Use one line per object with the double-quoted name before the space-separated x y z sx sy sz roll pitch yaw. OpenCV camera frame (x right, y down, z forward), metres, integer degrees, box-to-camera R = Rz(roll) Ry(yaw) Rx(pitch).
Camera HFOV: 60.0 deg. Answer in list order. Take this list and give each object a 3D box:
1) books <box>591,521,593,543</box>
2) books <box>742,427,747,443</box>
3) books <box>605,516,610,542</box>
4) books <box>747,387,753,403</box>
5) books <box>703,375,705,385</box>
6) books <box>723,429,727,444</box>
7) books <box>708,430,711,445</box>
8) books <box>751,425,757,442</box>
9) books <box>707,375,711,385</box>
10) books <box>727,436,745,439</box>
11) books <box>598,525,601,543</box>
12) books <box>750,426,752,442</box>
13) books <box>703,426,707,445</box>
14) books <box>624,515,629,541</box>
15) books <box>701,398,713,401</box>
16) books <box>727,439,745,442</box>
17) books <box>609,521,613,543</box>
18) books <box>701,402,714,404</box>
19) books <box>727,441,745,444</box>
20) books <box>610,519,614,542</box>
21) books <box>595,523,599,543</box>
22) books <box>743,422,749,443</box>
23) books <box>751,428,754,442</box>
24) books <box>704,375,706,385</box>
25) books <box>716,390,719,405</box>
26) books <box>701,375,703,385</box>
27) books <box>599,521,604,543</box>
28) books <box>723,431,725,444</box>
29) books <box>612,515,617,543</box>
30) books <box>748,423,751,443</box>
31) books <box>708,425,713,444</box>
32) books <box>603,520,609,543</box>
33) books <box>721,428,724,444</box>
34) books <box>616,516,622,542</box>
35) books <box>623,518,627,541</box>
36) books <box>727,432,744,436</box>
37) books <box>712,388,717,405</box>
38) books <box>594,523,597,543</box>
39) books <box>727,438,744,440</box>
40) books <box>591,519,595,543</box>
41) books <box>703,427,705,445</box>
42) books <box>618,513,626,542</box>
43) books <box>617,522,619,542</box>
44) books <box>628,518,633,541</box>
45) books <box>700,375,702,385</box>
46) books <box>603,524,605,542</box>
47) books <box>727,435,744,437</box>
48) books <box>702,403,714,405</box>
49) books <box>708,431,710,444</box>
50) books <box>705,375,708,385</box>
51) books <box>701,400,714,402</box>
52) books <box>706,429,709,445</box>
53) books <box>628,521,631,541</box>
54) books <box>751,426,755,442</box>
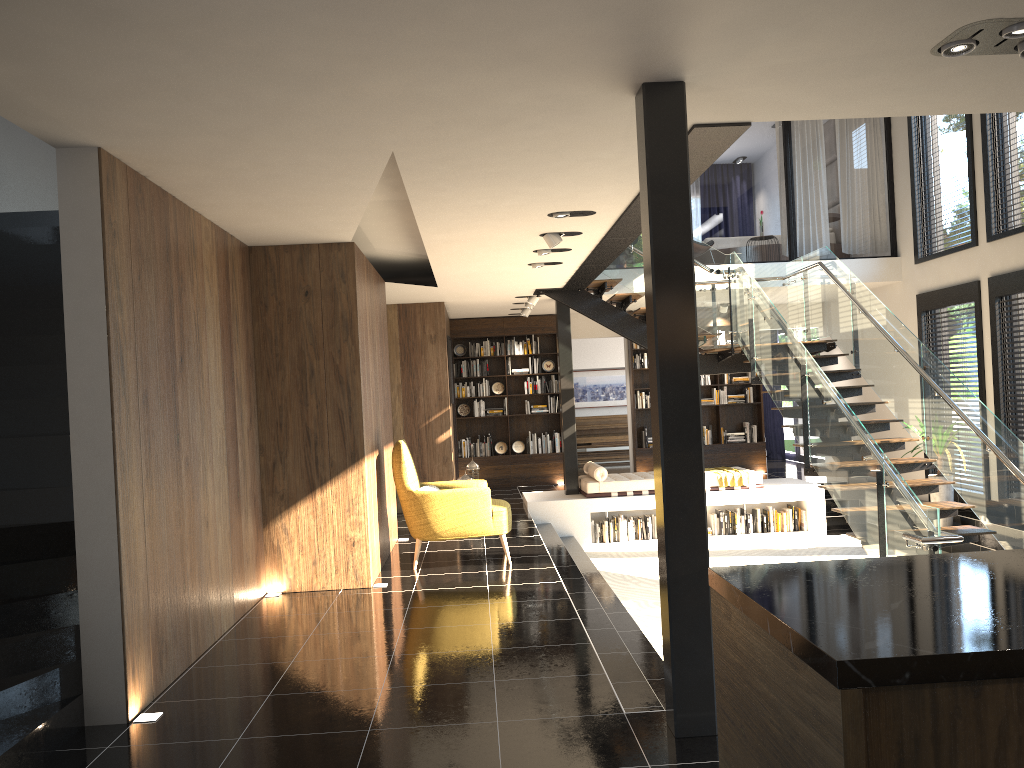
"books" 1.003 1.878 11.284 0.025 0.270 0.156 -3 0 -2
"books" 3.724 0.814 14.189 0.026 0.247 0.149 -3 0 -2
"books" 1.218 1.846 11.288 0.029 0.314 0.163 -3 0 -2
"books" 3.806 0.174 14.191 0.026 0.251 0.178 -3 0 -2
"books" 3.048 -0.072 14.186 0.024 0.187 0.148 -3 0 -2
"books" 3.399 0.835 14.170 0.026 0.238 0.159 -3 0 -2
"books" 3.153 0.853 14.177 0.026 0.227 0.129 -3 0 -2
"books" 3.872 0.793 14.190 0.025 0.274 0.204 -3 0 -2
"books" 3.135 -0.093 14.199 0.046 0.219 0.145 -3 0 -2
"books" 3.563 0.853 14.191 0.263 0.024 0.167 -3 -1 -7
"books" 1.106 1.903 11.290 0.029 0.211 0.130 -3 0 -2
"books" 3.803 0.800 14.206 0.023 0.267 0.147 -3 0 -2
"books" 3.073 0.823 14.167 0.025 0.294 0.177 -3 0 -2
"books" 1.458 1.834 11.293 0.021 0.313 0.139 -3 0 -2
"books" 3.072 0.250 14.180 0.274 0.025 0.156 -3 -1 1
"books" 3.565 0.905 14.193 0.286 0.030 0.176 -3 -1 -4
"books" 1.248 1.874 11.253 0.027 0.254 0.204 -3 0 -2
"books" 3.075 0.299 14.178 0.275 0.025 0.156 -3 -1 -6
"books" 3.566 0.933 14.201 0.273 0.025 0.156 -3 -1 -5
"books" 1.273 1.860 11.286 0.028 0.279 0.120 -3 0 -2
"books" 1.079 1.889 11.261 0.027 0.241 0.150 -3 0 -2
"books" 3.749 0.774 14.192 0.030 0.326 0.195 -3 0 -2
"books" 3.827 0.816 14.204 0.022 0.234 0.178 -3 0 -2
"books" 3.073 -0.084 14.214 0.030 0.208 0.119 -3 0 -2
"books" 3.264 0.212 14.200 0.037 0.232 0.231 -3 0 -2
"books" 3.023 -0.067 14.175 0.027 0.179 0.164 -3 0 -2
"books" 1.135 1.879 11.294 0.030 0.256 0.145 -3 0 -2
"books" 3.374 0.856 14.177 0.025 0.199 0.149 -3 0 -2
"books" 1.302 1.837 11.259 0.030 0.322 0.202 -3 0 -2
"books" 3.778 0.780 14.195 0.027 0.311 0.149 -3 0 -2
"books" 3.175 0.812 14.188 0.022 0.307 0.131 -3 0 -2
"books" 1.188 1.868 11.259 0.035 0.273 0.200 -3 0 -2
"books" 3.347 0.825 14.189 0.024 0.264 0.174 -3 0 -2
"books" 1.360 1.841 11.260 0.028 0.309 0.211 -3 0 -2
"books" 1.436 1.850 11.283 0.025 0.282 0.149 -3 0 -2
"books" 3.560 0.800 14.188 0.288 0.030 0.175 -3 -1 2
"books" 3.232 0.198 14.188 0.026 0.263 0.156 -3 0 -2
"books" 1.054 1.896 11.256 0.024 0.229 0.171 -3 0 -2
"books" 3.563 0.877 14.204 0.250 0.026 0.148 -3 -1 -6
"books" 1.027 1.869 11.270 0.024 0.286 0.130 -3 0 -2
"books" 3.047 0.831 14.160 0.028 0.280 0.154 -3 0 -2
"books" 1.396 1.825 11.282 0.051 0.338 0.187 -3 0 -2
"books" 1.332 1.878 11.284 0.029 0.237 0.147 -3 0 -2
"books" 1.508 1.853 11.306 0.021 0.270 0.148 -3 0 -2
"books" 2.991 -0.108 14.180 0.032 0.265 0.149 -3 0 -2
"books" 1.161 1.893 11.288 0.020 0.225 0.156 -3 0 -2
"books" 3.561 0.828 14.202 0.251 0.026 0.148 -3 -1 -7
"books" 3.076 0.325 14.180 0.274 0.025 0.156 -3 -1 -6
"books" 3.128 0.857 14.176 0.026 0.221 0.145 -3 0 -2
"books" 3.100 -0.091 14.196 0.024 0.220 0.148 -3 0 -2
"books" 3.074 0.275 14.175 0.261 0.024 0.167 -3 -1 -6
"books" 3.101 0.844 14.155 0.028 0.250 0.162 -3 0 -2
"books" 1.484 1.869 11.292 0.029 0.240 0.165 -3 0 -2
"books" 3.849 0.805 14.196 0.023 0.254 0.191 -3 0 -2
